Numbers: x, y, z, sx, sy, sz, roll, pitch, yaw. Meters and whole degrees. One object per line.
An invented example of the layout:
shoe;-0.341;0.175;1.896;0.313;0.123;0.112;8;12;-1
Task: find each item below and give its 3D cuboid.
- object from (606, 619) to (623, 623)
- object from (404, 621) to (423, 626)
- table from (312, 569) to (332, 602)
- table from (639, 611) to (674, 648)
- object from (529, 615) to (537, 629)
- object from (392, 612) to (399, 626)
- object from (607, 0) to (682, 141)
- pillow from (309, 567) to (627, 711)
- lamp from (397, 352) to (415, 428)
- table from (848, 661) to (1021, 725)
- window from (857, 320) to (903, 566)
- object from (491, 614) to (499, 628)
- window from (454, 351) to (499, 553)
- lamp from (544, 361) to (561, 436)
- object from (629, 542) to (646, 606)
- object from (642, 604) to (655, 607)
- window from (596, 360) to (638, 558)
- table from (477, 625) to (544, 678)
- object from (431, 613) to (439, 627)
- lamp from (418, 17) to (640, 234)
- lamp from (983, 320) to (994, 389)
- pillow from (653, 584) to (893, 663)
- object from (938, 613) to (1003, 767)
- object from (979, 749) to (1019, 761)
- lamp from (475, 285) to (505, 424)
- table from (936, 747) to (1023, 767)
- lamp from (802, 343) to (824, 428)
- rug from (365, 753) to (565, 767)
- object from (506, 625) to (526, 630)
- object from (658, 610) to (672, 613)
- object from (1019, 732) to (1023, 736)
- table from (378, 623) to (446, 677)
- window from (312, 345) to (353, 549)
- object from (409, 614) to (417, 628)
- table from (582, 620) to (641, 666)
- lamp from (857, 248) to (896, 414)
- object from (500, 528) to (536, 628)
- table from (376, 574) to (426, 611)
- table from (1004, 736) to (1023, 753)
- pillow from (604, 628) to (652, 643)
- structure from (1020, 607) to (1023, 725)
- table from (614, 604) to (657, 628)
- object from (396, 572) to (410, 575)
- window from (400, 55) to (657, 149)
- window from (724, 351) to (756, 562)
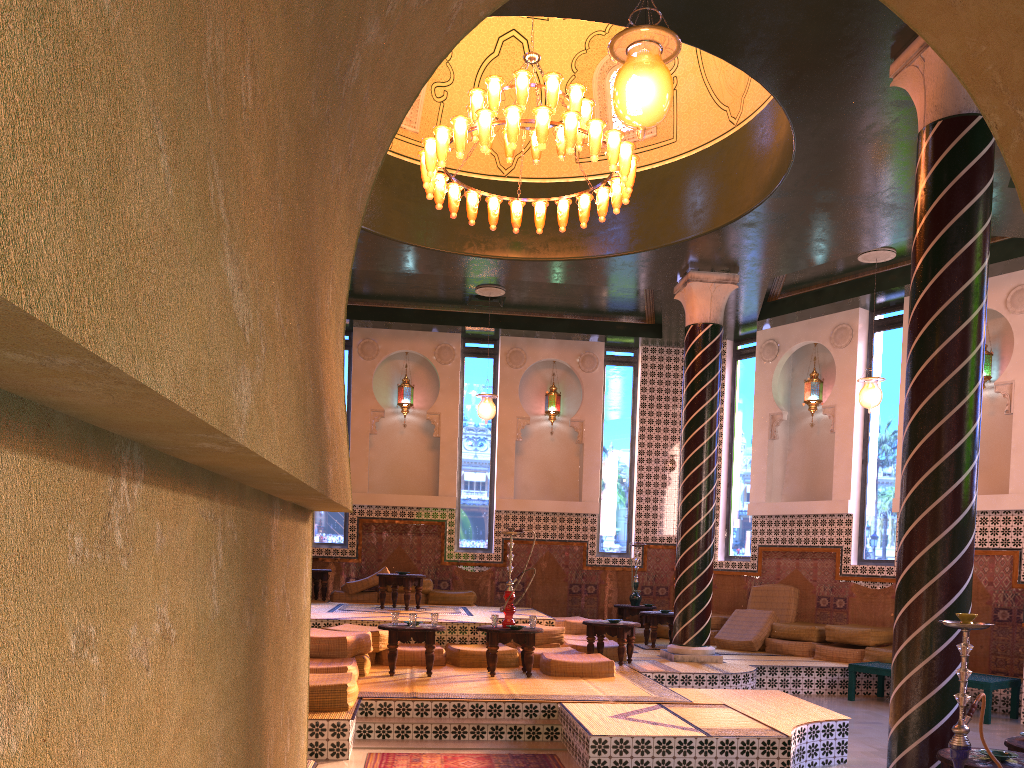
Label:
object;1.460;3.385;12.317;0.252;0.045;0.254;6;-12;-21
object;-1.224;2.975;10.716;0.251;0.045;0.254;-7;-14;38
table;-3.837;3.798;16.304;0.837;0.590;0.852;0;-7;12
table;2.624;4.275;15.004;0.847;0.590;0.842;8;-9;-41
object;0.262;2.988;10.831;0.092;0.164;0.092;2;-1;-29
object;-1.434;2.889;10.612;0.092;0.164;0.092;1;-2;41
object;0.729;-2.472;4.606;0.520;2.333;0.515;1;2;-17
pillow;-3.144;3.220;12.042;10.040;1.267;10.087;3;-11;-6
lamp;-2.109;0.099;17.143;0.323;1.575;0.360;3;2;27
table;5.814;4.300;12.015;0.860;0.614;2.013;7;-11;-36
window;6.176;1.012;14.293;0.091;4.026;0.768;0;2;-36
object;-0.215;2.962;10.778;0.092;0.164;0.092;2;-1;-4
window;-0.717;1.385;17.311;0.775;4.026;0.090;2;2;-6
lamp;0.832;0.263;17.492;0.359;1.575;0.324;3;2;27
object;2.399;3.709;16.864;0.299;1.262;0.463;3;1;30
object;2.656;4.305;16.783;0.250;0.045;0.255;0;-11;9
window;2.123;1.540;17.627;0.775;4.026;0.090;2;2;-6
table;-0.029;3.354;10.832;0.847;0.590;0.842;8;-9;-41
object;-0.957;2.915;10.665;0.092;0.164;0.092;2;-1;-29
lamp;0.248;-4.440;9.681;2.469;4.635;2.476;2;-1;2
lamp;7.124;-0.399;13.113;0.360;1.575;0.323;2;2;7
pillow;4.527;4.093;15.048;1.416;1.194;5.791;6;-11;-36
object;2.941;2.049;5.340;0.840;1.271;0.352;3;0;-35
object;3.509;2.684;6.228;0.250;0.045;0.255;0;-11;9
lamp;-0.412;-0.462;14.947;0.520;2.333;0.515;1;2;-17
table;3.521;3.010;6.242;0.847;0.590;0.842;8;-9;-41
lamp;5.396;0.004;15.434;0.361;1.575;0.322;1;2;-33
rug;-0.413;3.404;7.743;1.779;0.009;0.822;3;-11;-6
object;0.049;2.993;10.600;0.251;0.045;0.254;-7;-14;38
object;2.646;3.939;14.935;0.250;0.045;0.255;0;-11;9
object;4.229;2.850;6.950;0.250;0.045;0.255;0;-11;9
table;-1.239;3.278;10.641;0.840;0.590;0.848;4;-7;-15
window;-3.557;1.230;16.994;0.775;4.026;0.090;2;2;-6
object;-1.198;2.862;10.438;0.092;0.164;0.092;2;-1;-29
table;1.420;3.724;12.416;0.838;0.590;0.850;-2;-8;29
lamp;5.292;-0.730;12.654;0.520;2.333;0.515;1;2;-17
object;0.055;2.427;10.794;0.462;1.261;0.299;2;1;10
table;-1.894;3.541;14.698;0.837;0.590;0.851;1;-7;6
table;4.320;3.135;6.761;0.838;0.590;0.851;2;-7;-1
pillow;2.032;4.666;16.062;0.983;0.278;0.955;9;-12;-35
structure;7.581;3.352;11.021;1.661;2.084;1.355;4;-3;-36
table;2.403;4.645;16.931;0.837;0.590;0.851;1;-7;3
object;-1.859;3.220;14.686;0.250;0.045;0.255;0;-11;9
window;0.329;-4.468;9.819;5.748;1.163;5.589;-4;-12;29
window;4.484;1.412;16.593;0.091;4.026;0.768;0;2;-36
